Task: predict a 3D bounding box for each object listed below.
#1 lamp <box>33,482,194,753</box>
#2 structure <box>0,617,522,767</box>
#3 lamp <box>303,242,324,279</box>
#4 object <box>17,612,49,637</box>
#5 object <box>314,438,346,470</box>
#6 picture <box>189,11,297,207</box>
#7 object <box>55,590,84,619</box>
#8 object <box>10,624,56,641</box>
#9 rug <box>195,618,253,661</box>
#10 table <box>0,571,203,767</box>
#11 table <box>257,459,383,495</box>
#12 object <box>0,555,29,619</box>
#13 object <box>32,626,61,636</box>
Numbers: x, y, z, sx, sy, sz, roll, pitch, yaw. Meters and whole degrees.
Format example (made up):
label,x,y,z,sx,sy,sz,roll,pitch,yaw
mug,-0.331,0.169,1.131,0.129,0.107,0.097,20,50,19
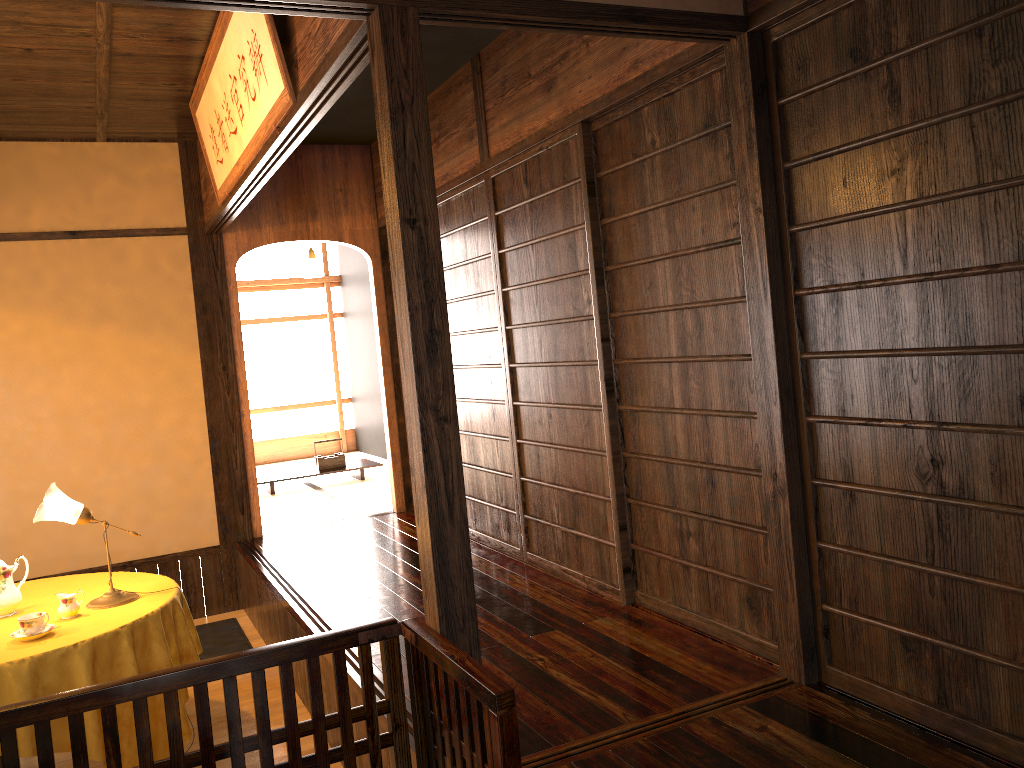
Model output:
label,x,y,z,sx,sy,sz,roll,pitch,yaw
lamp,-1.576,0.959,3.538,0.512,1.202,0.197,-6,2,-25
structure,-0.637,0.877,1.670,1.198,0.499,0.597,-7,3,-25
lamp,-1.860,-1.375,8.146,0.197,0.798,0.225,-6,2,-17
object,-1.697,0.853,3.138,0.090,0.076,0.099,-7,3,-40
object,-1.685,0.642,8.173,0.260,0.258,0.150,-6,2,-25
picture,-1.256,-1.252,3.958,0.117,0.565,2.043,-6,3,-25
object,-1.682,0.836,3.368,0.078,0.098,0.083,-4,2,34
object,-1.696,0.886,3.142,0.144,0.024,0.144,-4,3,25
rug,-2.882,1.634,4.556,2.958,0.005,0.901,-7,3,-25
table,-1.956,1.255,3.445,1.446,0.695,1.443,-7,3,-25
table,-1.836,0.850,8.097,1.202,0.118,0.600,-7,3,-25
object,-2.007,0.783,3.485,0.163,0.252,0.154,-6,2,-12
object,-1.654,0.874,3.113,0.126,0.019,0.029,-7,3,-22
